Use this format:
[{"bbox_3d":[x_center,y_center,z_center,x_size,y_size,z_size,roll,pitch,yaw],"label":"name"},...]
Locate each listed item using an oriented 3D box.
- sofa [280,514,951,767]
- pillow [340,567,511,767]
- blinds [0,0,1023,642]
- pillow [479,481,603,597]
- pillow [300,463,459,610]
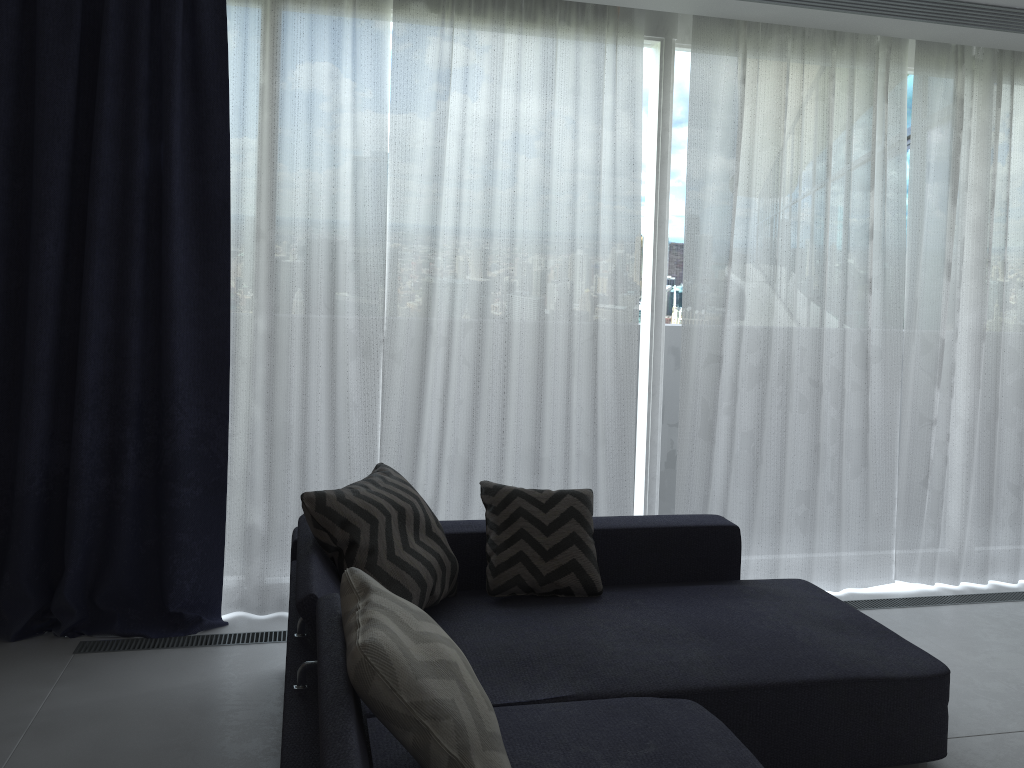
[{"bbox_3d":[0.472,0.854,1.915,1.898,0.606,2.888,1,6,-13],"label":"sofa"},{"bbox_3d":[-0.186,0.639,1.858,0.342,0.387,0.497,1,4,-13],"label":"pillow"},{"bbox_3d":[1.232,-0.134,1.267,7.131,2.764,5.830,1,5,-10],"label":"blinds"},{"bbox_3d":[0.102,0.532,3.042,0.415,0.344,0.287,1,3,-8],"label":"pillow"},{"bbox_3d":[-0.397,0.555,2.764,0.356,0.516,0.600,3,4,17],"label":"pillow"}]
